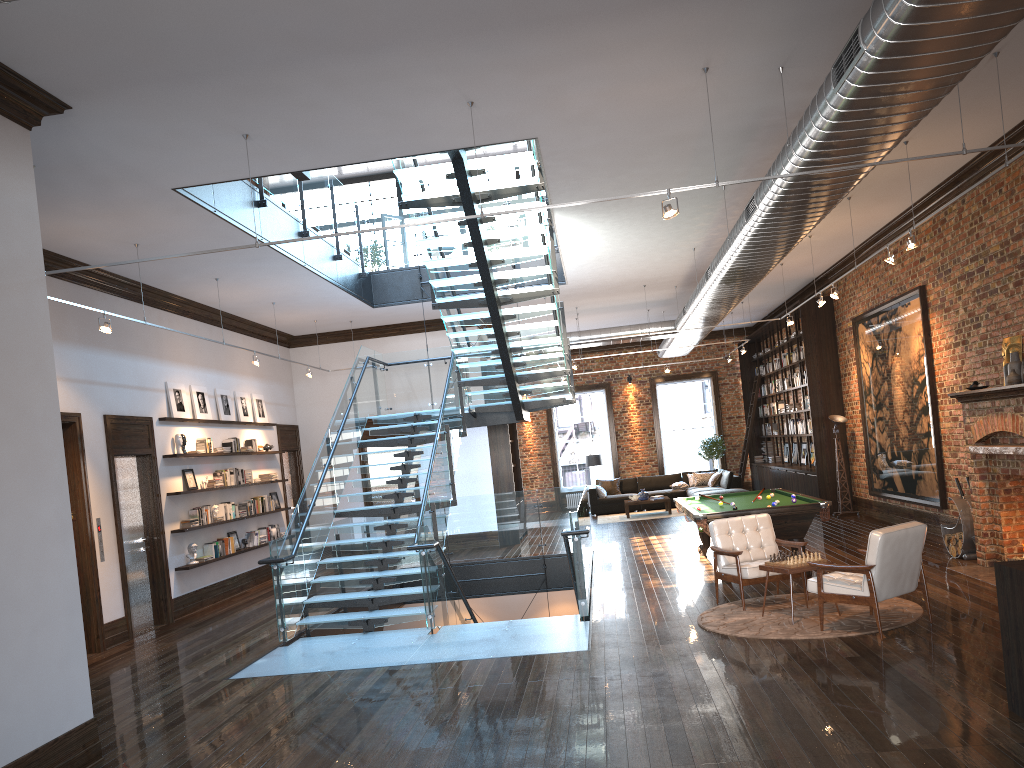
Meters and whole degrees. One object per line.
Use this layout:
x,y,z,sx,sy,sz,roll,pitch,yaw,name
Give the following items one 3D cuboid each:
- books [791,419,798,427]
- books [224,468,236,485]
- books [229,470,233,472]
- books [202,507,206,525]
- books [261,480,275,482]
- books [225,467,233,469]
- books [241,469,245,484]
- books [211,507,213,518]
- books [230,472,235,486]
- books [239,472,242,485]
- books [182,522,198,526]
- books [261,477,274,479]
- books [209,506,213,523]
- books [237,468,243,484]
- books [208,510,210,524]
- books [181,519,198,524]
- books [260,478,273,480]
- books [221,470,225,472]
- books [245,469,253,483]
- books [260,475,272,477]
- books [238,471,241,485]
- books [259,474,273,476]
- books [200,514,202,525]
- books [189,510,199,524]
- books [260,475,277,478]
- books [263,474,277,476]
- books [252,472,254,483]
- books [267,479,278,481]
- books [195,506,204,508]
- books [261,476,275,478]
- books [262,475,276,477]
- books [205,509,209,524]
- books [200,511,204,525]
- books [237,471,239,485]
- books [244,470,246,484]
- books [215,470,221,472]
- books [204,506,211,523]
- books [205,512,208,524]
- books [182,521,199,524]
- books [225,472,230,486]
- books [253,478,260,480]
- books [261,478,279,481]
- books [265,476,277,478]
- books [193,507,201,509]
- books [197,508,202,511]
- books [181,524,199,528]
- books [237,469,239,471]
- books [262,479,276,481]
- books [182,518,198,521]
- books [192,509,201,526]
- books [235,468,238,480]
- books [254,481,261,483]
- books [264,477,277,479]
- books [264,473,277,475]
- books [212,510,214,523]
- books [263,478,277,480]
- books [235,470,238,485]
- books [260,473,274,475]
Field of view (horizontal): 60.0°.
6.386,0.954,19.964,0.183,0.336,0.015,-6,1,6,books
-4.345,1.437,13.681,0.158,0.262,0.026,-6,0,6,books
-4.351,1.447,13.629,0.151,0.236,0.026,-6,0,6,books
-4.400,1.872,12.538,0.139,0.243,0.015,-6,1,6,books
-4.157,1.658,15.178,0.193,0.007,0.346,-6,-4,0,books
-4.361,1.433,13.702,0.118,0.276,0.014,-6,1,6,books
-4.306,1.468,13.984,0.169,0.238,0.021,-6,0,6,books
-4.384,1.898,12.798,0.118,0.227,0.023,-6,0,6,books
-4.334,1.453,13.561,0.184,0.209,0.064,-6,0,6,books
-4.320,1.488,13.923,0.130,0.191,0.024,-6,0,6,books
-4.436,1.930,12.218,0.154,0.028,0.191,-6,-4,0,books
-4.163,1.606,15.179,0.195,0.008,0.309,-6,-4,0,books
-4.392,1.885,12.780,0.141,0.252,0.012,-6,1,6,books
-4.323,1.458,13.950,0.143,0.257,0.049,-6,0,6,books
-4.394,1.906,12.687,0.128,0.197,0.030,-6,0,6,books
-4.437,1.890,12.197,0.143,0.028,0.219,-7,-4,10,books
-4.169,1.621,15.179,0.195,0.008,0.308,-7,-4,7,books
-4.381,1.424,13.349,0.139,0.243,0.005,-6,1,6,books
-4.271,1.499,14.351,0.142,0.224,0.012,-6,1,6,books
-4.166,1.568,15.182,0.193,0.007,0.346,-6,-4,0,books
-4.322,1.475,13.855,0.136,0.209,0.066,-6,0,6,books
-4.176,1.554,15.182,0.195,0.008,0.308,-7,-4,7,books
-4.425,1.874,12.414,0.138,0.227,0.021,-6,0,6,books
-4.436,1.871,12.368,0.125,0.226,0.047,-6,0,6,books
-4.170,1.584,15.182,0.193,0.007,0.346,-6,-4,2,books
-4.175,1.562,15.182,0.193,0.007,0.346,-7,-4,7,books
-4.275,1.526,14.410,0.140,0.181,0.030,-6,0,6,books
-4.161,1.651,15.178,0.193,0.007,0.346,-7,-4,9,books
-4.416,1.870,12.587,0.127,0.259,0.015,-6,1,6,books
-4.164,1.591,15.182,0.195,0.008,0.308,-7,-4,10,books
-4.174,1.577,15.183,0.193,0.007,0.346,-7,-4,7,books
-4.398,1.895,12.624,0.150,0.210,0.035,-6,0,6,books
-4.408,1.887,12.451,0.156,0.202,0.013,-6,1,6,books
-4.332,1.466,13.804,0.152,0.221,0.014,-6,1,6,books
-4.295,1.481,14.039,0.156,0.218,0.013,-6,1,6,books
-4.389,1.421,13.369,0.137,0.254,0.033,-6,0,6,books
-4.398,1.881,12.716,0.131,0.252,0.027,-6,0,6,books
-4.398,1.908,12.600,0.143,0.180,0.013,-6,1,6,books
-4.433,1.910,12.211,0.159,0.011,0.184,-6,-4,5,books
-4.355,1.439,13.389,0.167,0.215,0.013,-6,1,6,books
-4.258,1.566,14.581,0.141,0.011,0.286,-6,-4,4,books
-4.159,1.635,15.178,0.193,0.007,0.346,-7,-4,10,books
-4.177,1.600,15.181,0.195,0.008,0.308,-6,-4,5,books
-4.427,1.867,12.489,0.114,0.252,0.011,-6,1,6,books
-4.414,1.870,12.476,0.128,0.240,0.012,-6,1,6,books
-4.431,1.957,12.212,0.143,0.028,0.235,-6,-4,5,books
-4.331,1.457,13.900,0.115,0.252,0.022,-6,1,6,books
-4.162,1.643,15.178,0.195,0.008,0.309,-6,-4,1,books
-4.440,1.870,12.215,0.135,0.014,0.216,-6,-4,5,books
-4.418,1.867,12.396,0.134,0.236,0.013,-6,1,6,books
-4.339,1.442,13.767,0.158,0.265,0.011,-6,1,6,books
-4.252,1.619,14.581,0.141,0.011,0.286,-6,-4,6,books
-4.170,1.614,15.180,0.193,0.007,0.346,-6,-4,3,books
-4.177,1.547,15.182,0.193,0.007,0.346,-6,-4,3,books
-4.384,1.922,12.838,0.120,0.185,0.034,-6,0,6,books
-4.163,1.628,15.178,0.195,0.008,0.308,-7,-4,9,books
-4.334,1.453,13.720,0.163,0.235,0.025,-6,0,6,books
-4.178,1.540,15.182,0.193,0.007,0.346,-7,-4,7,books
